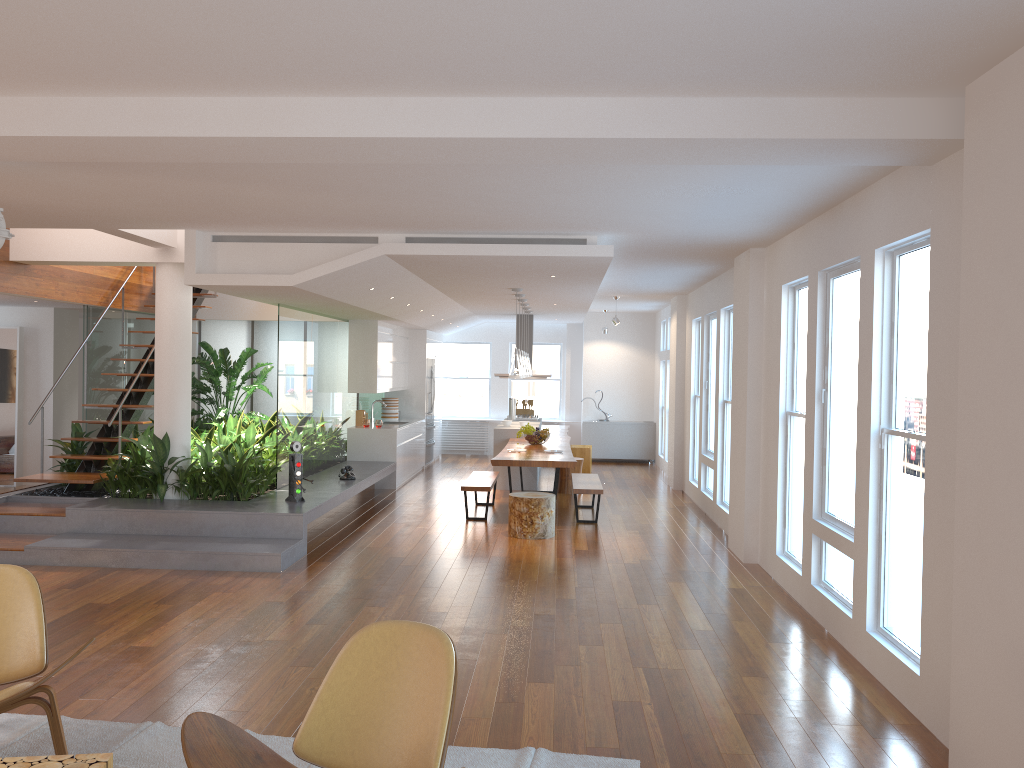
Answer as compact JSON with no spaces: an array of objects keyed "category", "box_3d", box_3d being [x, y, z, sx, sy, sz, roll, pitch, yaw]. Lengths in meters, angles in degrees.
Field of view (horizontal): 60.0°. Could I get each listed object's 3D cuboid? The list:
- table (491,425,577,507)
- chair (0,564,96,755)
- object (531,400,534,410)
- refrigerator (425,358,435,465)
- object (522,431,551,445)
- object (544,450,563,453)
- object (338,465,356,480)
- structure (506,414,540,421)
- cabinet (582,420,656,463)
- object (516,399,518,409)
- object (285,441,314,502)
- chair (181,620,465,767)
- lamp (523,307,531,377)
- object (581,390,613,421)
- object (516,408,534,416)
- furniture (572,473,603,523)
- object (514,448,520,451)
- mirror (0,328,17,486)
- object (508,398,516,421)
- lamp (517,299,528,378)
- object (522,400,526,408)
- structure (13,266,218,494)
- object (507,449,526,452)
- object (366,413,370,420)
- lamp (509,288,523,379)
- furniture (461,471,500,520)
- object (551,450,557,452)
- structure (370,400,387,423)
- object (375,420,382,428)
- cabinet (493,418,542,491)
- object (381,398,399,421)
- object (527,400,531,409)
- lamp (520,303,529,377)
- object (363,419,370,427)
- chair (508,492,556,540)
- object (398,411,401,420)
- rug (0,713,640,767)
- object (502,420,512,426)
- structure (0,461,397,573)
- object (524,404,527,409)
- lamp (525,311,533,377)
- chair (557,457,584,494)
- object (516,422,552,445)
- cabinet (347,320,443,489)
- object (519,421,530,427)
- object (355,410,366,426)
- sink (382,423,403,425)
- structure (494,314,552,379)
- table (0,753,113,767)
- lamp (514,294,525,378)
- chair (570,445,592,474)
[{"category":"table","box_3d":[0.380,1.094,12.098,0.893,0.704,5.996,1,1,3]},{"category":"chair","box_3d":[-2.092,1.178,3.492,0.856,0.752,0.867,1,1,8]},{"category":"object","box_3d":[0.330,0.412,14.868,0.057,0.294,0.030,1,1,3]},{"category":"refrigerator","box_3d":[-1.661,0.457,14.933,0.725,1.772,0.908,1,1,3]},{"category":"object","box_3d":[0.306,0.685,11.079,0.360,0.159,0.360,0,1,-33]},{"category":"object","box_3d":[0.473,0.767,10.047,0.222,0.020,0.222,1,1,-5]},{"category":"object","box_3d":[-1.863,0.993,9.960,0.216,0.155,0.181,0,1,-32]},{"category":"structure","box_3d":[0.181,0.539,14.421,0.520,0.073,0.650,1,1,3]},{"category":"cabinet","box_3d":[1.924,1.040,16.068,1.309,0.725,0.420,1,1,3]},{"category":"object","box_3d":[0.076,0.406,14.881,0.055,0.299,0.027,1,1,3]},{"category":"object","box_3d":[-1.968,0.817,8.245,0.318,0.565,0.134,2,1,39]},{"category":"chair","box_3d":[-0.482,1.218,2.687,0.867,0.752,0.856,0,1,-37]},{"category":"lamp","box_3d":[0.204,-0.633,12.676,0.160,1.060,0.160,1,1,30]},{"category":"object","box_3d":[1.549,0.390,16.035,0.590,0.563,0.210,1,1,-26]},{"category":"object","box_3d":[0.192,0.488,14.865,0.353,0.157,0.084,1,1,3]},{"category":"furniture","box_3d":[0.841,1.294,10.069,0.316,0.389,1.433,1,1,3]},{"category":"object","box_3d":[0.055,0.753,10.117,0.070,0.030,0.079,0,1,-34]},{"category":"mirror","box_3d":[-7.105,0.290,11.596,1.267,2.044,0.049,1,1,3]},{"category":"object","box_3d":[0.016,0.401,13.969,0.172,0.356,0.120,0,1,-39]},{"category":"lamp","box_3d":[0.126,-0.612,11.232,0.160,1.060,0.160,1,1,30]},{"category":"object","box_3d":[0.195,0.409,14.874,0.061,0.299,0.040,1,1,1]},{"category":"structure","box_3d":[-3.350,-0.857,10.501,2.552,4.265,4.591,1,1,3]},{"category":"object","box_3d":[0.055,0.759,10.117,0.222,0.020,0.222,2,1,44]},{"category":"object","box_3d":[-2.099,0.500,12.710,0.100,0.170,0.173,1,1,5]},{"category":"lamp","box_3d":[0.048,-0.591,9.788,0.160,1.060,0.160,1,1,30]},{"category":"furniture","box_3d":[-0.350,1.272,10.133,0.316,0.389,1.433,1,1,3]},{"category":"object","box_3d":[0.474,0.761,10.047,0.070,0.030,0.079,0,1,-44]},{"category":"structure","box_3d":[-1.982,0.499,13.201,0.248,0.536,0.115,1,1,3]},{"category":"object","box_3d":[-1.821,0.543,12.129,0.094,0.106,0.094,1,1,9]},{"category":"cabinet","box_3d":[0.122,1.003,13.509,0.597,0.832,2.936,1,1,3]},{"category":"object","box_3d":[-1.893,0.396,13.750,0.267,0.356,0.266,1,1,29]},{"category":"object","box_3d":[0.292,0.412,14.852,0.068,0.298,0.039,1,1,3]},{"category":"lamp","box_3d":[0.165,-0.623,11.954,0.160,1.060,0.160,1,1,30]},{"category":"object","box_3d":[-2.000,0.539,12.186,0.094,0.106,0.094,1,1,9]},{"category":"chair","box_3d":[0.196,1.294,8.763,0.460,0.400,0.460,1,1,13]},{"category":"object","box_3d":[-1.908,0.473,14.139,0.284,0.196,0.265,0,1,-45]},{"category":"rug","box_3d":[-1.433,1.542,2.233,3.525,0.057,3.478,1,1,7]},{"category":"object","box_3d":[-0.071,0.559,12.556,0.152,0.082,0.152,2,1,42]},{"category":"structure","box_3d":[-3.210,1.242,9.861,3.088,0.386,5.584,1,1,3]},{"category":"object","box_3d":[0.228,0.410,14.853,0.057,0.299,0.019,1,1,3]},{"category":"lamp","box_3d":[0.243,-0.644,13.398,0.160,1.060,0.160,1,1,30]},{"category":"chair","box_3d":[0.766,1.232,11.951,0.396,0.455,0.402,1,1,-7]},{"category":"object","box_3d":[0.282,0.621,11.094,0.394,0.284,0.292,0,1,-33]},{"category":"cabinet","box_3d":[-1.752,0.251,14.191,0.676,2.280,4.565,1,1,3]},{"category":"object","box_3d":[0.171,0.565,12.419,0.152,0.082,0.152,0,1,-36]},{"category":"object","box_3d":[-2.126,0.478,12.463,0.104,0.222,0.200,1,1,3]},{"category":"sink","box_3d":[-1.792,0.700,13.166,0.449,0.192,0.666,1,1,3]},{"category":"structure","box_3d":[0.205,-0.791,14.372,0.909,1.405,0.900,1,1,3]},{"category":"table","box_3d":[-1.376,1.319,2.251,0.548,0.534,0.489,1,1,-8]},{"category":"lamp","box_3d":[0.087,-0.601,10.510,0.160,1.060,0.160,1,1,30]},{"category":"chair","box_3d":[1.091,1.210,14.152,0.344,0.430,0.549,1,1,7]}]
